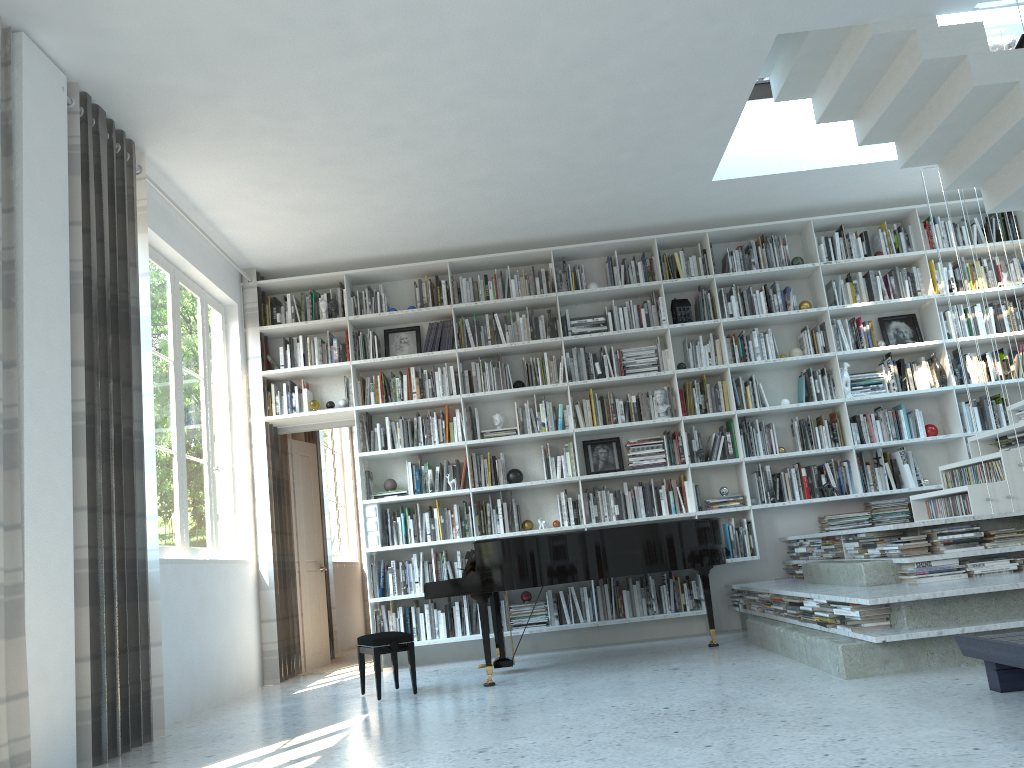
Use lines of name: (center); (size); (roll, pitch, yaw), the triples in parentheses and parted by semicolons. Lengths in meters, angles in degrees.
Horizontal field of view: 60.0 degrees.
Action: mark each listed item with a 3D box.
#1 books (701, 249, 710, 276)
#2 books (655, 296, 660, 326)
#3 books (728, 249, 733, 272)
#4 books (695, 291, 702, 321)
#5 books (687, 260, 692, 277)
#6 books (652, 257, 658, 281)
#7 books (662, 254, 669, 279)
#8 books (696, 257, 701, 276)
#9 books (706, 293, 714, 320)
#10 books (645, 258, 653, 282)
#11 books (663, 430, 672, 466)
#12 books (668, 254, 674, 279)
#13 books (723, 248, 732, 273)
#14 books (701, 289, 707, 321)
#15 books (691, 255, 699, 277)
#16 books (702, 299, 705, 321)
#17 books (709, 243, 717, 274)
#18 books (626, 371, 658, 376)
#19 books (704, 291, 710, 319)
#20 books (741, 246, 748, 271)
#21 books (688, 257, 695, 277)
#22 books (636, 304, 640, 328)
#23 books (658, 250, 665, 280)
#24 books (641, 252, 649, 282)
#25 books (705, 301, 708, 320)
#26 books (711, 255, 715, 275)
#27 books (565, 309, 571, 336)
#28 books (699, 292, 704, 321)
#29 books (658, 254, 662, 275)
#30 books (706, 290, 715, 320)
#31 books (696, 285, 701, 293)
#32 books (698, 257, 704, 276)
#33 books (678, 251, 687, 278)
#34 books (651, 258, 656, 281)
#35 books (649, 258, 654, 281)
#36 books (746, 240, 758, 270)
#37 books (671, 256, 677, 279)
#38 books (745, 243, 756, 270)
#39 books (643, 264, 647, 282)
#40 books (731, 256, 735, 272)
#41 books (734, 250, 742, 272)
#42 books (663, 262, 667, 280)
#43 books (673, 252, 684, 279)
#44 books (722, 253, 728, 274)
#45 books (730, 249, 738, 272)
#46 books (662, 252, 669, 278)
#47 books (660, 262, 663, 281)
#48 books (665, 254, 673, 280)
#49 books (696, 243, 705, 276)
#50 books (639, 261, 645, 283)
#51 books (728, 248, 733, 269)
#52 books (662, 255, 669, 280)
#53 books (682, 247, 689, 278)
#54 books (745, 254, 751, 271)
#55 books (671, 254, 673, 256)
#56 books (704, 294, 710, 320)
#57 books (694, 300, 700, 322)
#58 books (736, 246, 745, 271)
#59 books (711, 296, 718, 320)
books: (1.573, -0.950, 7.250); (0.029, 0.252, 0.186); (-6, -11, 1)
books: (1.176, -0.559, 7.222); (0.010, 0.299, 0.133); (-6, -11, 1)
books: (1.774, -0.965, 7.266); (0.011, 0.243, 0.173); (-6, -11, 1)
books: (1.509, -0.593, 7.176); (0.021, 0.271, 0.191); (-6, -11, 1)
books: (1.438, -0.898, 7.250); (0.022, 0.179, 0.173); (-6, -11, 1)
books: (1.169, -0.901, 7.279); (0.022, 0.256, 0.137); (-6, -11, 1)
books: (1.256, -0.916, 7.263); (0.006, 0.259, 0.166); (-6, -11, 1)
books: (1.515, -0.915, 7.268); (0.025, 0.203, 0.162); (-6, -11, 1)
books: (1.594, -0.591, 7.175); (0.013, 0.248, 0.186); (-6, -11, 1)
books: (1.117, -0.891, 7.271); (0.028, 0.243, 0.161); (-6, -11, 1)
books: (1.231, 0.523, 7.019); (0.011, 0.298, 0.130); (-6, -11, 1)
books: (1.304, -0.920, 7.273); (0.008, 0.261, 0.142); (-6, -11, 1)
books: (1.764, -0.966, 7.257); (0.009, 0.243, 0.173); (-6, -11, 1)
books: (1.548, -0.604, 7.184); (0.021, 0.287, 0.179); (-6, -11, 1)
books: (1.486, -0.920, 7.250); (0.031, 0.213, 0.170); (-6, -11, 1)
books: (1.542, -0.564, 7.199); (0.024, 0.216, 0.169); (-6, -11, 1)
books: (1.633, -0.982, 7.254); (0.019, 0.303, 0.176); (-6, -11, 1)
books: (1.038, -0.068, 7.118); (0.254, 0.012, 0.161); (-7, -12, 4)
books: (1.580, -0.601, 7.220); (0.013, 0.288, 0.132); (-6, -11, 1)
books: (1.891, -0.984, 7.268); (0.021, 0.256, 0.169); (-6, -11, 1)
books: (1.460, -0.911, 7.253); (0.024, 0.201, 0.180); (-6, -11, 1)
books: (1.017, -0.512, 7.213); (0.011, 0.238, 0.139); (-6, -11, 1)
books: (1.225, -0.930, 7.271); (0.007, 0.297, 0.181); (-6, -11, 1)
books: (1.094, -0.918, 7.285); (0.012, 0.307, 0.138); (-6, -11, 1)
books: (1.566, -0.564, 7.196); (0.013, 0.210, 0.140); (-6, -11, 1)
books: (1.616, -0.942, 7.255); (0.033, 0.229, 0.176); (-6, -11, 1)
books: (0.457, -0.460, 7.191); (0.021, 0.248, 0.192); (-6, -11, 1)
books: (1.525, -0.592, 7.189); (0.022, 0.271, 0.182); (-6, -11, 1)
books: (1.203, -0.919, 7.265); (0.008, 0.278, 0.171); (-6, -11, 1)
books: (1.617, -0.608, 7.213); (0.005, 0.291, 0.130); (-6, -11, 1)
books: (1.530, -0.623, 7.210); (0.025, 0.338, 0.143); (-6, -11, 1)
books: (1.539, -0.914, 7.260); (0.022, 0.193, 0.182); (-6, -11, 1)
books: (1.397, -0.936, 7.279); (0.030, 0.274, 0.151); (-6, -11, 1)
books: (1.152, -0.892, 7.271); (0.014, 0.238, 0.153); (-6, -11, 1)
books: (1.138, -0.891, 7.280); (0.014, 0.243, 0.145); (-6, -11, 1)
books: (1.970, -1.011, 7.270); (0.024, 0.291, 0.168); (-6, -11, 1)
books: (1.316, -0.911, 7.253); (0.015, 0.233, 0.171); (-6, -11, 1)
books: (1.946, -0.996, 7.244); (0.028, 0.257, 0.185); (-6, -11, 1)
books: (1.087, -0.865, 7.281); (0.014, 0.204, 0.135); (-6, -11, 1)
books: (1.800, -0.938, 7.259); (0.009, 0.183, 0.160); (-6, -11, 1)
books: (1.838, -0.963, 7.264); (0.028, 0.225, 0.163); (-6, -11, 1)
books: (1.242, -0.879, 7.267); (0.015, 0.192, 0.160); (-6, -11, 1)
books: (1.356, -0.926, 7.257); (0.054, 0.254, 0.191); (-6, -11, 1)
books: (1.739, -0.945, 7.247); (0.046, 0.206, 0.183); (-6, -11, 1)
books: (1.807, -0.964, 7.251); (0.013, 0.229, 0.174); (-6, -11, 1)
books: (1.262, -0.924, 7.276); (0.007, 0.278, 0.150); (-6, -11, 1)
books: (1.219, -0.880, 7.279); (0.016, 0.204, 0.143); (-6, -11, 1)
books: (1.283, -0.919, 7.265); (0.034, 0.260, 0.158); (-6, -11, 1)
books: (1.549, -0.979, 7.289); (0.012, 0.329, 0.128); (-6, -11, 1)
books: (1.066, -0.876, 7.290); (0.026, 0.233, 0.137); (-6, -11, 1)
books: (1.785, -0.970, 7.276); (0.012, 0.254, 0.133); (-6, -11, 1)
books: (1.250, -0.908, 7.247); (0.007, 0.239, 0.192); (-6, -11, 1)
books: (1.415, -0.953, 7.264); (0.010, 0.297, 0.168); (-6, -11, 1)
books: (1.921, -0.951, 7.278); (0.031, 0.190, 0.132); (-6, -11, 1)
books: (1.326, -0.920, 7.290); (0.007, 0.263, 0.133); (-6, -11, 1)
books: (1.572, -0.589, 7.190); (0.005, 0.254, 0.159); (-6, -11, 1)
books: (1.505, -0.557, 7.203); (0.019, 0.213, 0.156); (-6, -11, 1)
books: (1.866, -0.981, 7.266); (0.030, 0.255, 0.161); (-6, -11, 1)
books: (1.627, -0.578, 7.172); (0.008, 0.213, 0.224); (-6, -11, 1)
